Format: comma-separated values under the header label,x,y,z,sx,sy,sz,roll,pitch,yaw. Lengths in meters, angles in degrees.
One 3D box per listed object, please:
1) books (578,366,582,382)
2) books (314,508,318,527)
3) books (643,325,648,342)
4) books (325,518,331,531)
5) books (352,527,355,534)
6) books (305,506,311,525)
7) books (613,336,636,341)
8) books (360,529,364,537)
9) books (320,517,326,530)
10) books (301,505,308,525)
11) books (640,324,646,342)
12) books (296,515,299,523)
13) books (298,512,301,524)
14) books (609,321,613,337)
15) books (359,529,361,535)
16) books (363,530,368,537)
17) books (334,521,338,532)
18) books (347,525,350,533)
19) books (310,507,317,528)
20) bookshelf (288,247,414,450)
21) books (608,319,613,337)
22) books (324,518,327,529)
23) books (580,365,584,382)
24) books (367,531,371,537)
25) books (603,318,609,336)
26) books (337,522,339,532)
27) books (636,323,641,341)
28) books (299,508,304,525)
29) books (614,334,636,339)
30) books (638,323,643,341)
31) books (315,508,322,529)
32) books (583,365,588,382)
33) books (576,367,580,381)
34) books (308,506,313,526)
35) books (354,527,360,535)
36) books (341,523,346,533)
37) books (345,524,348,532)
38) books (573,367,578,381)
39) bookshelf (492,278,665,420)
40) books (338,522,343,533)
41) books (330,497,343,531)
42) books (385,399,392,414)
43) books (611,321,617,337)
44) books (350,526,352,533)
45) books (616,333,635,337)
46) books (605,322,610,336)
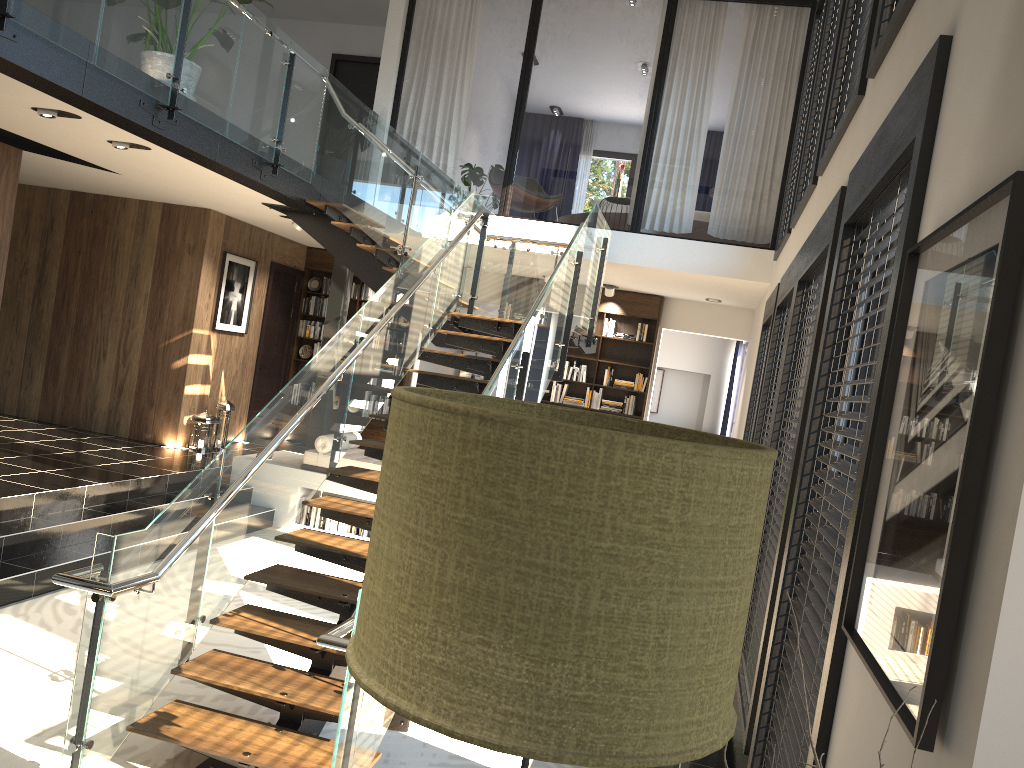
label,x,y,z,sx,sy,sz,roll,pitch,yaw
books,0.897,-0.134,11.579,0.030,0.208,0.119,10,2,12
books,-2.000,1.336,9.291,0.029,0.314,0.163,10,2,12
books,1.716,-0.646,11.378,0.028,0.227,0.165,10,2,12
books,-1.872,1.361,9.228,0.028,0.309,0.211,10,2,12
books,-1.607,1.428,9.249,0.019,0.261,0.183,10,2,12
books,-2.117,1.369,9.322,0.029,0.211,0.130,10,2,12
books,1.460,-0.587,11.455,0.285,0.025,0.176,9,1,13
books,-1.507,1.426,9.209,0.033,0.300,0.196,10,2,12
books,-1.926,1.345,9.242,0.030,0.322,0.202,10,2,12
books,-2.147,1.350,9.301,0.027,0.241,0.150,10,2,12
books,1.681,-0.652,11.367,0.036,0.228,0.198,10,2,12
books,-2.211,1.323,9.342,0.025,0.270,0.156,10,2,12
books,-2.189,1.320,9.321,0.024,0.286,0.130,10,2,12
books,1.296,-0.711,11.500,0.025,0.217,0.159,10,2,12
books,-1.548,1.452,9.241,0.050,0.234,0.149,10,2,12
books,-1.476,1.434,9.215,0.025,0.293,0.205,10,2,12
books,-1.796,1.386,9.232,0.025,0.283,0.149,10,2,12
books,-1.669,1.425,9.296,0.026,0.247,0.149,10,2,12
books,-2.040,1.351,9.271,0.035,0.273,0.200,10,2,12
bookshelf,-2.189,-0.429,12.240,1.702,2.684,0.273,10,2,12
books,1.273,-0.723,11.497,0.021,0.233,0.148,10,2,12
books,-1.900,1.392,9.260,0.029,0.237,0.147,10,2,12
books,0.920,-0.136,11.554,0.024,0.220,0.148,10,2,12
books,-1.448,1.449,9.227,0.029,0.271,0.128,10,2,12
books,1.219,-0.731,11.509,0.030,0.231,0.177,10,2,12
books,-1.769,1.375,9.236,0.020,0.313,0.139,10,2,12
books,1.635,-0.662,11.413,0.030,0.231,0.176,10,2,12
books,-2.174,1.351,9.303,0.024,0.229,0.171,10,2,12
books,1.462,-0.611,11.447,0.288,0.025,0.175,9,1,8
books,1.662,-0.662,11.412,0.023,0.238,0.178,10,2,12
books,-1.986,1.370,9.250,0.027,0.254,0.204,10,2,12
books,0.954,-0.130,11.549,0.046,0.219,0.145,10,2,12
books,0.864,-0.129,11.559,0.024,0.187,0.148,10,2,12
books,-2.084,1.352,9.319,0.030,0.256,0.145,10,2,12
books,-1.584,1.421,9.235,0.028,0.283,0.173,10,2,12
books,-1.722,1.404,9.237,0.021,0.271,0.148,10,2,12
books,-1.696,1.396,9.255,0.020,0.296,0.102,10,2,12
books,0.836,-0.129,11.554,0.027,0.179,0.164,10,1,12
bookshelf,0.729,0.054,11.611,2.089,2.684,0.273,9,2,12
books,-1.752,1.415,9.229,0.029,0.240,0.165,10,2,12
books,-1.828,1.353,9.239,0.051,0.338,0.187,10,2,12
books,-1.701,0.350,12.126,0.011,0.300,0.154,10,2,12
books,1.315,-0.706,11.473,0.026,0.213,0.195,10,1,12
books,-1.642,1.410,9.289,0.025,0.285,0.137,10,2,12
books,1.471,-0.633,11.469,0.246,0.021,0.148,9,1,12
books,1.242,-0.706,11.492,0.030,0.189,0.152,10,2,12
